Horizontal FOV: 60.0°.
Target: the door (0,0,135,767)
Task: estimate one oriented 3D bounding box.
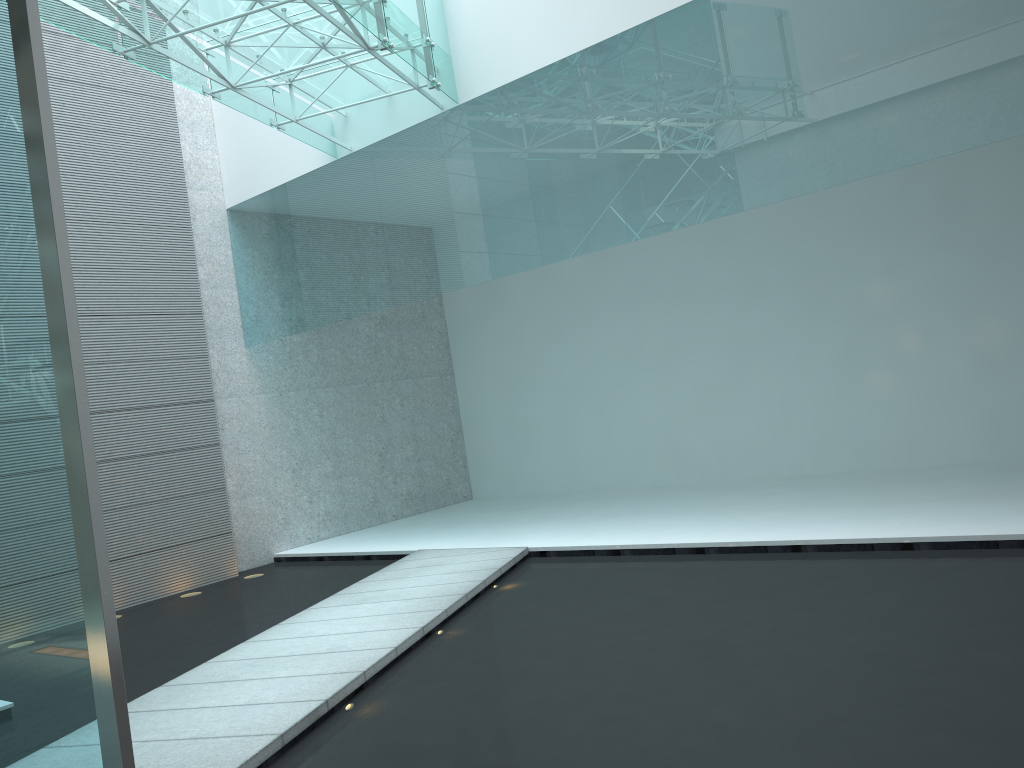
[{"bbox_3d":[-1.300,0.050,2.298,0.862,2.068,0.076,-11,-4,38],"label":"door"}]
